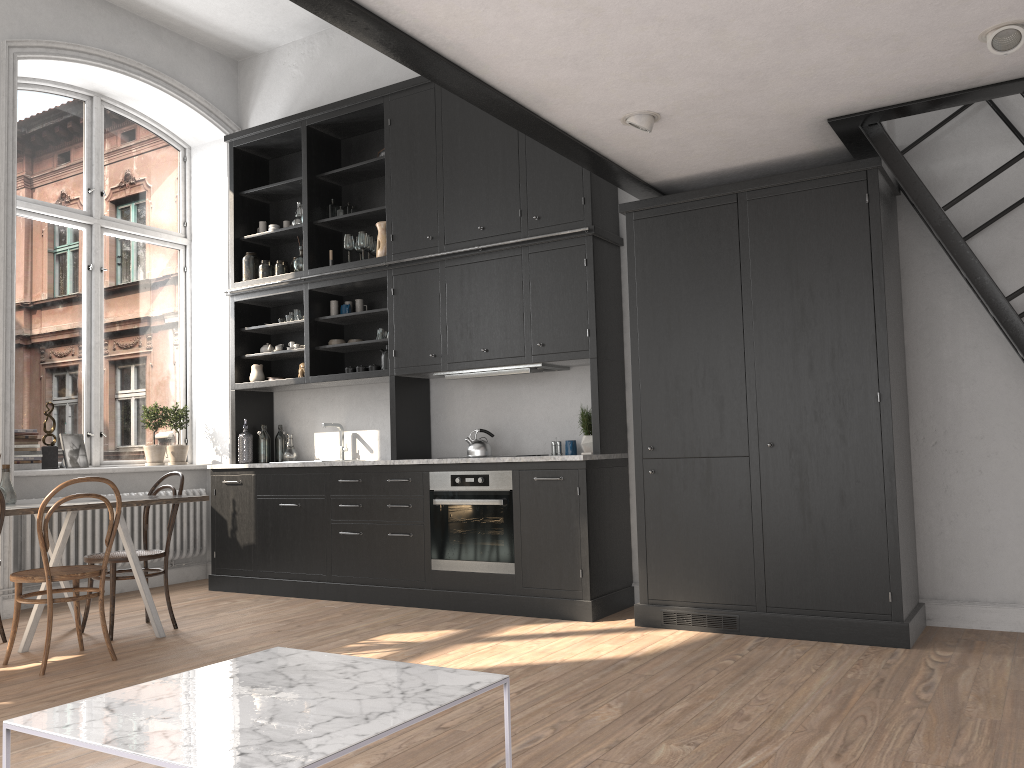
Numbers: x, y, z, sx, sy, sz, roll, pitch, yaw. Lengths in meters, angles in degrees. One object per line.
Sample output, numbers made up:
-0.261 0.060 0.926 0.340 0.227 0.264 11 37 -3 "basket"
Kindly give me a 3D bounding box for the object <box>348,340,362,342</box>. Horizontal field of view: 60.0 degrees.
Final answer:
-1.178 -0.306 6.705 0.124 0.036 0.124 -3 -5 19 "object"

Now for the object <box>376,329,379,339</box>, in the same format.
-0.971 -0.351 6.479 0.058 0.094 0.058 0 -4 -19 "object"

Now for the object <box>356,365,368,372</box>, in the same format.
-1.085 -0.107 6.417 0.104 0.059 0.088 -2 -4 10 "object"

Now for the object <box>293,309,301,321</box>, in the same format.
-1.665 -0.523 6.883 0.060 0.107 0.060 1 -5 -31 "object"

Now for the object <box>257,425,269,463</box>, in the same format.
-1.963 0.472 6.991 0.086 0.301 0.086 -3 -4 17 "object"

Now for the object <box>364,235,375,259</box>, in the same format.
-1.054 -0.983 6.534 0.083 0.221 0.083 -4 -5 30 "object"

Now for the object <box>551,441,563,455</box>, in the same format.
0.290 0.407 5.777 0.080 0.116 0.040 -5 -5 36 "object"

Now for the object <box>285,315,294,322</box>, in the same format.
-1.733 -0.500 6.909 0.064 0.069 0.064 -1 -4 -11 "object"

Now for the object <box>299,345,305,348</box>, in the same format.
-1.615 -0.279 6.873 0.049 0.041 0.056 -2 -4 4 "object"

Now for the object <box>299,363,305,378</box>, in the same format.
-1.584 -0.100 6.733 0.069 0.123 0.173 0 -5 -26 "object"

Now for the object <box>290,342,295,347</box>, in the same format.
-1.714 -0.300 6.911 0.039 0.055 0.049 2 -5 -38 "object"

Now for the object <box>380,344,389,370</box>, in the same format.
-0.869 -0.185 6.341 0.124 0.191 0.129 1 -5 -31 "object"

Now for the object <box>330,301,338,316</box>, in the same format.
-1.344 -0.559 6.722 0.059 0.135 0.082 -2 -4 -1 "object"

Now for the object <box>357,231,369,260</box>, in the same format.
-1.079 -0.990 6.431 0.083 0.221 0.083 -1 -4 -12 "object"

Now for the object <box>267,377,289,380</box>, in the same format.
-1.840 -0.029 6.987 0.180 0.037 0.180 -3 -5 16 "object"

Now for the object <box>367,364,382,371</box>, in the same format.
-0.988 -0.112 6.383 0.088 0.059 0.104 -5 -6 40 "object"

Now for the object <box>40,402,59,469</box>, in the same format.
-3.346 0.371 6.411 0.122 0.488 0.102 1 -5 -34 "object"

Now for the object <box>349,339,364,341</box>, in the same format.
-1.178 -0.314 6.706 0.112 0.036 0.113 0 -5 -16 "object"

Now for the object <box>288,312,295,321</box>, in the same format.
-1.736 -0.512 7.005 0.060 0.107 0.060 -2 -4 -1 "object"

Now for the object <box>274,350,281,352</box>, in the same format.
-1.834 -0.252 6.992 0.085 0.015 0.085 -6 -6 45 "object"

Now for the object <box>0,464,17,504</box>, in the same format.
-2.725 0.539 4.775 0.101 0.211 0.101 0 -4 -19 "object"

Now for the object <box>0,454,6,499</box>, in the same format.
-2.714 0.494 4.653 0.107 0.283 0.107 -4 -4 26 "object"

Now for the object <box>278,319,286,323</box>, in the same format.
-1.800 -0.483 6.956 0.071 0.047 0.072 0 -5 -21 "object"

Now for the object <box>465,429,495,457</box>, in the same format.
-0.220 0.393 5.960 0.171 0.185 0.171 -5 -6 42 "object"

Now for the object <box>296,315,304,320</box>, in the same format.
-1.623 -0.499 6.824 0.071 0.047 0.072 0 -5 -21 "object"

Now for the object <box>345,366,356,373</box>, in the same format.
-1.177 -0.100 6.482 0.104 0.059 0.088 -3 -5 20 "object"

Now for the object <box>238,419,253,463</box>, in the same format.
-2.081 0.444 6.925 0.109 0.349 0.109 -3 -4 12 "object"

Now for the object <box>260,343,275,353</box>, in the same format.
-1.956 -0.276 7.100 0.125 0.100 0.140 -3 -4 13 "object"

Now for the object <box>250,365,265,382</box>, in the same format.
-2.012 -0.077 7.013 0.115 0.144 0.127 -2 -4 10 "object"

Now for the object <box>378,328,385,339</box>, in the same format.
-0.943 -0.357 6.412 0.058 0.094 0.058 0 -4 -19 "object"

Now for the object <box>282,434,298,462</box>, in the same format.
-1.758 0.508 7.027 0.120 0.219 0.132 -4 -5 31 "object"

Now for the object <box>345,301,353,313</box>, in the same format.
-1.255 -0.559 6.765 0.082 0.135 0.059 1 -5 -31 "object"

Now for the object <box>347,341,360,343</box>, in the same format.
-1.178 -0.298 6.705 0.132 0.038 0.132 -1 -4 -11 "object"

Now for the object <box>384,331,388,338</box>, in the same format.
-0.930 -0.345 6.573 0.058 0.094 0.058 -2 -4 8 "object"

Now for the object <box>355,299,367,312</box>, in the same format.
-1.139 -0.568 6.687 0.082 0.135 0.059 -3 -4 14 "object"

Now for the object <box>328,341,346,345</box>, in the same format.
-3.250 0.500 4.530 0.792 1.841 5.829 -5 -5 36 "object"

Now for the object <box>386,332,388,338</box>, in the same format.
-0.863 -0.394 6.367 0.083 0.158 0.083 -3 -4 16 "object"

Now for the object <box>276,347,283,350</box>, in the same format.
-1.836 -0.273 6.993 0.055 0.033 0.058 -2 -4 6 "object"

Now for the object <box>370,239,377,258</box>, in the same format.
-1.033 -0.973 6.668 0.083 0.221 0.083 0 -4 -27 "object"

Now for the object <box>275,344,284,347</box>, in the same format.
-1.836 -0.293 6.994 0.055 0.047 0.058 2 -6 -44 "object"

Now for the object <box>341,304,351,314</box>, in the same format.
-1.247 -0.546 6.656 0.082 0.093 0.140 -1 -4 -4 "object"

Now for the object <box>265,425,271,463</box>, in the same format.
-1.980 0.481 7.114 0.086 0.301 0.086 2 -6 -44 "object"

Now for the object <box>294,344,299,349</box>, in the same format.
-1.669 -0.281 6.857 0.049 0.054 0.039 1 -5 -33 "object"

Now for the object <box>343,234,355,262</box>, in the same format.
-1.192 -0.982 6.497 0.083 0.221 0.083 0 -4 -27 "object"

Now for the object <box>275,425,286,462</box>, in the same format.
-1.856 0.478 7.113 0.086 0.301 0.086 -1 -4 -13 "object"

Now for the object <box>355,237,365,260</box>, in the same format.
-1.124 -0.977 6.577 0.083 0.221 0.083 -3 -4 23 "object"

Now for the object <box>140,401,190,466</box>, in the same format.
-2.835 0.403 7.253 0.234 0.523 0.500 -3 -4 21 "object"
